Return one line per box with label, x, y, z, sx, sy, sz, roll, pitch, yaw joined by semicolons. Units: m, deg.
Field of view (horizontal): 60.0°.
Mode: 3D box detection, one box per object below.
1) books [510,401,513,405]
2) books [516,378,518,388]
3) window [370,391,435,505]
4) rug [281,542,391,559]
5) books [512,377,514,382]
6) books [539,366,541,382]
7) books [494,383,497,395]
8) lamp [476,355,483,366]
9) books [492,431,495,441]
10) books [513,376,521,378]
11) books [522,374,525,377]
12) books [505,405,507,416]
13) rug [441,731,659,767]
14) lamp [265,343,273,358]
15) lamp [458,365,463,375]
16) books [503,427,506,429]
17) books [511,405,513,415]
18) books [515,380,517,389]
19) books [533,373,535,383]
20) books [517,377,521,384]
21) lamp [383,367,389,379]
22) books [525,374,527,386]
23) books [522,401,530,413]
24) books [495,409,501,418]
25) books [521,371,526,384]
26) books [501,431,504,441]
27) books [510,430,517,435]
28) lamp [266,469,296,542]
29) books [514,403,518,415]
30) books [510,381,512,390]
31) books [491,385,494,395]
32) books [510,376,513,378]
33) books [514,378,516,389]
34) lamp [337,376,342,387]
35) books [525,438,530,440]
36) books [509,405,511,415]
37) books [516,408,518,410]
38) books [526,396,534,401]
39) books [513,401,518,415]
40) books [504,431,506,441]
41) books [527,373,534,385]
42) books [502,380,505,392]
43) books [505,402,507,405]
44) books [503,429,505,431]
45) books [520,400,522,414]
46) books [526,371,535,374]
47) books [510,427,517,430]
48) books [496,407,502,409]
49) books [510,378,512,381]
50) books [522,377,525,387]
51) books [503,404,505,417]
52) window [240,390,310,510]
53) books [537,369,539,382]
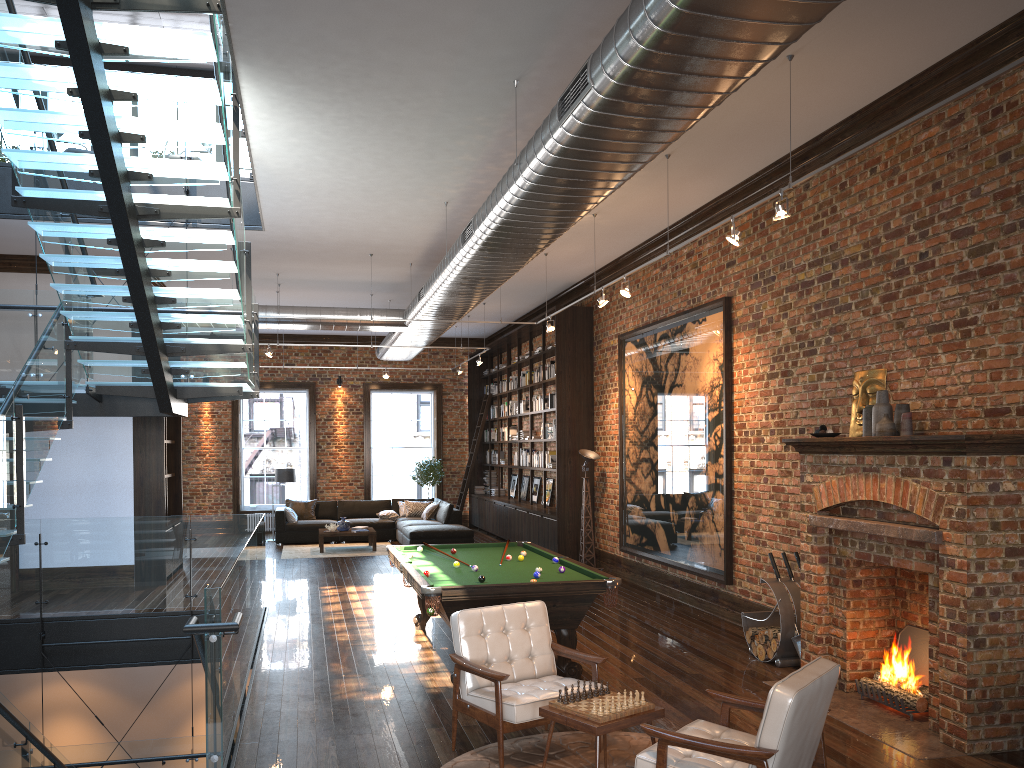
books;0.061;0.501;18.170;0.183;0.314;0.013;0;1;-13
books;0.169;-0.006;17.702;0.168;0.248;0.072;0;0;-13
window;-2.562;1.524;20.679;1.520;2.753;0.155;0;1;-13
rug;-3.160;3.038;16.226;2.021;0.003;2.118;1;-4;-13
books;0.087;0.000;18.053;0.159;0.286;0.014;0;1;-13
books;0.569;-0.165;15.924;0.183;0.300;0.018;0;1;-13
books;-0.294;0.119;19.604;0.190;0.280;0.017;0;1;-13
lamp;-0.582;-0.442;16.043;0.113;0.230;0.114;0;0;-37
books;-0.339;1.171;19.804;0.231;0.225;0.024;0;1;-13
books;0.120;-0.013;17.889;0.176;0.289;0.030;0;1;-13
books;0.291;-0.061;17.125;0.180;0.270;0.011;0;1;-13
books;-0.048;0.571;18.631;0.181;0.242;0.036;0;1;-13
rug;0.509;2.171;4.736;1.969;0.015;1.974;0;-4;-11
lamp;-3.921;-0.543;14.302;0.114;0.230;0.113;0;0;8
lamp;-1.041;-0.297;17.996;0.113;0.230;0.114;-1;0;26
books;-0.106;1.073;18.932;0.169;0.290;0.026;0;1;-13
books;0.081;0.544;18.096;0.182;0.218;0.034;0;1;-13
books;0.150;0.026;17.784;0.166;0.195;0.030;0;1;-13
books;0.487;-0.089;16.310;0.183;0.206;0.053;0;0;-13
books;0.179;-0.009;17.668;0.143;0.250;0.078;0;0;-13
lamp;-2.657;-0.233;18.708;0.113;0.230;0.114;0;0;-44
books;0.349;-0.065;16.855;0.191;0.239;0.008;0;1;-13
books;0.334;0.450;16.942;0.272;0.241;0.083;0;0;-13
books;-0.267;0.657;19.539;0.185;0.210;0.069;0;0;-13
books;0.264;-0.078;17.268;0.186;0.329;0.069;0;0;-13
books;-0.115;1.111;18.851;0.236;0.202;0.046;0;0;-13
books;0.033;1.061;18.379;0.147;0.232;0.036;0;1;-13
lamp;-4.652;2.433;17.771;0.687;1.466;0.419;0;0;16
books;0.136;0.507;17.810;0.191;0.249;0.024;0;1;-13
books;0.062;0.046;18.083;0.187;0.200;0.030;0;1;-13
books;-0.358;0.148;19.808;0.235;0.252;0.028;0;1;-13
books;0.042;0.002;18.276;0.166;0.315;0.016;0;1;-13
books;0.131;0.001;17.837;0.185;0.253;0.030;0;1;-13
lamp;-3.876;-0.061;19.943;0.126;0.237;0.155;0;-1;-13
books;0.372;1.044;16.816;0.204;0.035;0.267;0;-4;-12
books;0.041;0.550;18.234;0.191;0.226;0.025;0;1;-13
books;0.198;0.497;17.632;0.161;0.025;0.298;1;-4;-17
books;0.343;0.404;17.007;0.155;0.334;0.014;0;1;-13
books;0.108;0.493;17.979;0.175;0.303;0.067;0;0;-13
books;-0.076;1.104;18.803;0.186;0.208;0.017;0;1;-13
books;0.387;-0.082;16.738;0.190;0.255;0.061;0;0;-13
books;-0.128;0.060;18.932;0.163;0.297;0.029;0;1;-13
books;-0.055;0.537;18.654;0.171;0.315;0.014;0;1;-13
books;-0.101;1.084;18.899;0.177;0.264;0.041;0;1;-13
books;0.236;0.458;17.384;0.190;0.284;0.013;0;1;-13
books;0.361;-0.093;16.884;0.181;0.298;0.009;0;1;-13
books;0.004;1.037;18.425;0.189;0.287;0.013;0;1;-13
books;-0.264;0.638;19.560;0.166;0.250;0.079;0;0;-13
books;0.056;0.017;18.145;0.192;0.267;0.016;0;1;-13
books;0.292;-0.029;17.092;0.193;0.202;0.027;0;1;-13
books;-0.099;0.568;18.888;0.174;0.286;0.091;0;0;-13
window;-5.347;1.497;20.024;1.520;2.753;0.155;0;1;-13
books;0.536;-0.133;16.072;0.185;0.258;0.032;0;1;-13
